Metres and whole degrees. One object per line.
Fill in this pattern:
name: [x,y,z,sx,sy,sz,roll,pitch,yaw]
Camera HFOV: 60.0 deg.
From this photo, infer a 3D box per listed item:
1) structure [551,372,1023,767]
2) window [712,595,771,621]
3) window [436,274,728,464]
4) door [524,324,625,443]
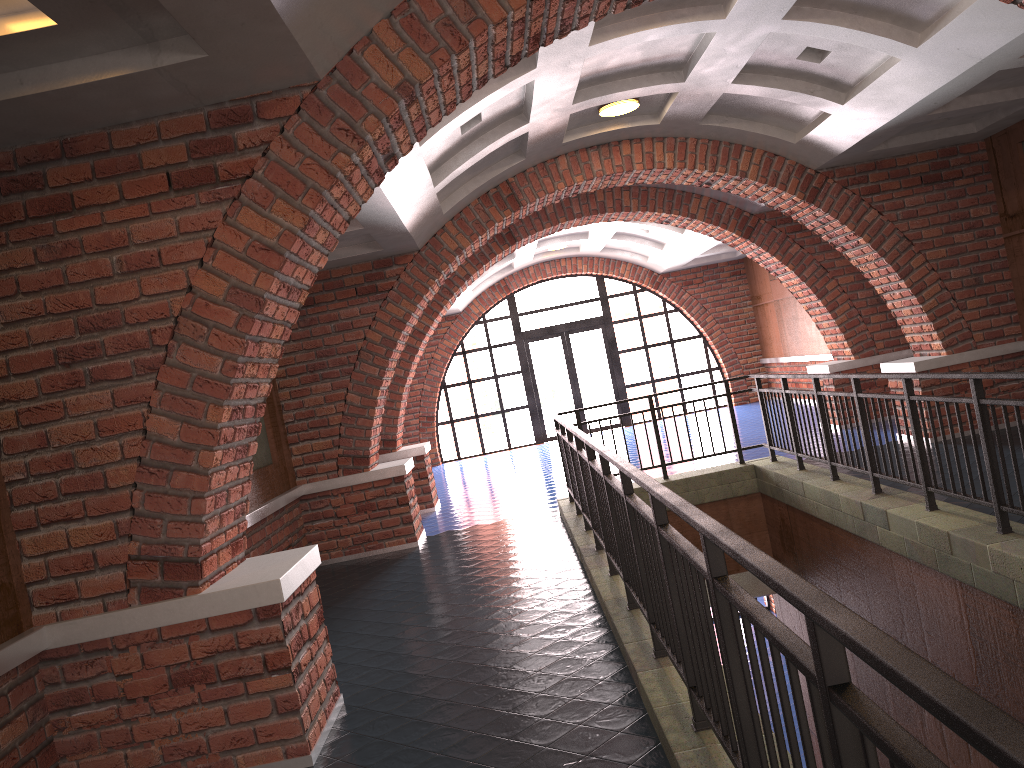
structure: [2.139,2.930,4.306,2.464,5.665,11.177,-11,1,-1]
window: [2.122,3.725,18.848,6.353,3.471,0.100,-11,1,-1]
window: [1.262,-0.588,18.806,6.353,3.471,0.100,-11,1,-1]
door: [1.321,-0.021,18.817,1.754,2.236,0.040,-11,1,-1]
